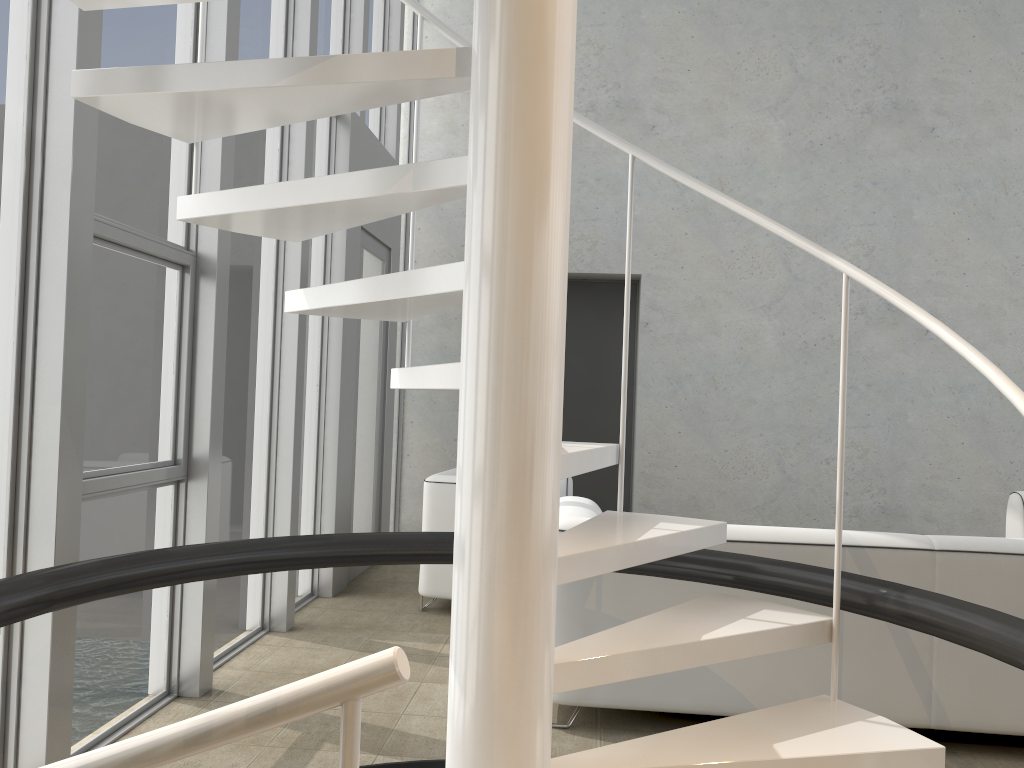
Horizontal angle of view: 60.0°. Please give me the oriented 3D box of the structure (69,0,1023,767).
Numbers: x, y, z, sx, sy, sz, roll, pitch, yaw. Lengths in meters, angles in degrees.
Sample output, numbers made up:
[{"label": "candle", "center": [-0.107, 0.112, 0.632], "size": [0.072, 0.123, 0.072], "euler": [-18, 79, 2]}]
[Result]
[{"label": "structure", "center": [1.959, 0.747, 0.048], "size": [6.700, 6.900, 4.916], "euler": [2, -1, 5]}]

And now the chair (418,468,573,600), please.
[{"label": "chair", "center": [-0.066, 0.805, 4.901], "size": [0.720, 0.635, 0.829], "euler": [2, -1, 10]}]

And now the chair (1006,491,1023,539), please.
[{"label": "chair", "center": [3.198, 0.920, 4.700], "size": [0.720, 0.635, 0.829], "euler": [2, -1, -5]}]

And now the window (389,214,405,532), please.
[{"label": "window", "center": [-0.899, -0.152, 6.549], "size": [0.010, 2.646, 0.605], "euler": [2, -1, 5]}]

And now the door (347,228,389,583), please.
[{"label": "door", "center": [-0.916, 0.130, 5.559], "size": [0.030, 2.102, 0.804], "euler": [2, -1, 5]}]

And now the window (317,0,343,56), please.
[{"label": "window", "center": [-0.970, -3.037, 4.708], "size": [0.010, 2.947, 0.742], "euler": [2, -1, 5]}]

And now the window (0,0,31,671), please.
[{"label": "window", "center": [-1.267, -1.741, 1.957], "size": [0.010, 5.653, 0.742], "euler": [2, -1, 5]}]

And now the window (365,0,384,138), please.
[{"label": "window", "center": [-0.888, -3.019, 5.617], "size": [0.010, 2.947, 0.742], "euler": [2, -1, 5]}]

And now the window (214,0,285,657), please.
[{"label": "window", "center": [-1.102, -1.705, 3.776], "size": [0.010, 5.653, 0.742], "euler": [2, -1, 5]}]

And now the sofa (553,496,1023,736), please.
[{"label": "sofa", "center": [1.426, 0.834, 3.381], "size": [2.601, 0.638, 0.971], "euler": [2, -1, 5]}]

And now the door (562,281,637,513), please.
[{"label": "door", "center": [0.531, 0.219, 7.117], "size": [0.864, 2.080, 0.040], "euler": [2, -1, 5]}]

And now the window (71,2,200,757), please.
[{"label": "window", "center": [-1.170, -1.723, 2.865], "size": [0.050, 5.700, 0.800], "euler": [2, -1, 5]}]

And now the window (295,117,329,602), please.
[{"label": "window", "center": [-1.082, -0.191, 4.569], "size": [0.010, 2.646, 0.556], "euler": [2, -1, 5]}]

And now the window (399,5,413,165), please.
[{"label": "window", "center": [-0.805, -3.002, 6.527], "size": [0.010, 2.947, 0.742], "euler": [2, -1, 5]}]
